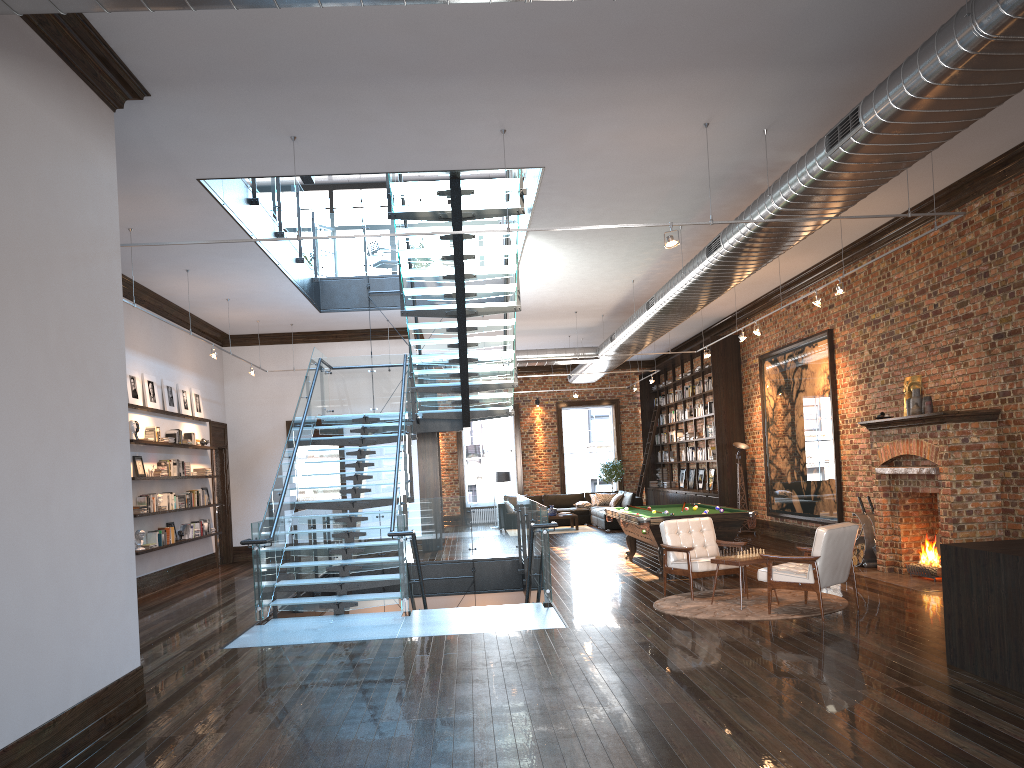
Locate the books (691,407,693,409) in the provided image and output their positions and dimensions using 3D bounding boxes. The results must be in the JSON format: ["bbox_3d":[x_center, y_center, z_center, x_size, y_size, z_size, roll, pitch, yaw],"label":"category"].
[{"bbox_3d":[4.396,0.695,21.430,0.133,0.299,0.012,-3,-1,-3],"label":"books"}]

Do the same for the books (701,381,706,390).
[{"bbox_3d":[4.402,0.082,20.200,0.180,0.278,0.009,-3,-1,-3],"label":"books"}]

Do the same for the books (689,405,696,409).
[{"bbox_3d":[4.377,0.680,21.442,0.155,0.334,0.014,-3,-1,-3],"label":"books"}]

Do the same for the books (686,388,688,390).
[{"bbox_3d":[4.327,0.221,21.578,0.180,0.270,0.011,-3,-1,-3],"label":"books"}]

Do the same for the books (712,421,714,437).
[{"bbox_3d":[4.493,0.987,19.456,0.180,0.339,0.013,-3,-1,-3],"label":"books"}]

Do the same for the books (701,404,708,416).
[{"bbox_3d":[4.422,0.594,20.300,0.183,0.285,0.034,-3,-1,-3],"label":"books"}]

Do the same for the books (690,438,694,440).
[{"bbox_3d":[4.399,1.314,21.236,0.204,0.035,0.268,-3,-5,-2],"label":"books"}]

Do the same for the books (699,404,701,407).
[{"bbox_3d":[4.429,0.621,20.648,0.138,0.296,0.024,-3,-1,-3],"label":"books"}]

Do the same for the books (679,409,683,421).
[{"bbox_3d":[4.320,0.794,22.440,0.175,0.302,0.067,-3,-1,-3],"label":"books"}]

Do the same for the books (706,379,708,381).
[{"bbox_3d":[4.431,0.044,19.894,0.150,0.294,0.032,-3,-1,-3],"label":"books"}]

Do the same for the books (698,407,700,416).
[{"bbox_3d":[4.415,0.645,20.605,0.160,0.241,0.031,-3,-1,-3],"label":"books"}]

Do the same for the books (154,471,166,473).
[{"bbox_3d":[-5.236,1.307,13.166,0.142,0.011,0.257,-2,-5,-7],"label":"books"}]

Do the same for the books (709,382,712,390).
[{"bbox_3d":[4.440,0.052,19.497,0.190,0.202,0.027,-3,-1,-3],"label":"books"}]

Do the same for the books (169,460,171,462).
[{"bbox_3d":[-5.253,1.284,13.494,0.146,0.248,0.006,-3,-1,-3],"label":"books"}]

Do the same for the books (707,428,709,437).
[{"bbox_3d":[4.469,1.095,19.960,0.184,0.221,0.033,-3,-1,-3],"label":"books"}]

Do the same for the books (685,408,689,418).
[{"bbox_3d":[4.340,0.744,21.832,0.190,0.284,0.013,-3,-1,-3],"label":"books"}]

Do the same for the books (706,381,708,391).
[{"bbox_3d":[4.425,0.061,19.791,0.184,0.241,0.030,-3,-1,-3],"label":"books"}]

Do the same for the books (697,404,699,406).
[{"bbox_3d":[4.412,0.621,20.690,0.152,0.306,0.016,-3,-1,-3],"label":"books"}]

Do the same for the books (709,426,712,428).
[{"bbox_3d":[4.499,1.067,19.928,0.137,0.267,0.034,-3,-1,-3],"label":"books"}]

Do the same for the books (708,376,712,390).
[{"bbox_3d":[4.431,-0.001,19.619,0.180,0.332,0.016,-3,-1,-3],"label":"books"}]

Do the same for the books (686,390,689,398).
[{"bbox_3d":[4.324,0.252,21.545,0.193,0.202,0.027,-3,-1,-3],"label":"books"}]

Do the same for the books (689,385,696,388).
[{"bbox_3d":[4.352,0.182,21.329,0.181,0.298,0.009,-3,-1,-3],"label":"books"}]

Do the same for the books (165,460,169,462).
[{"bbox_3d":[-5.252,1.278,13.405,0.138,0.243,0.005,-3,-1,-3],"label":"books"}]

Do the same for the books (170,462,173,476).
[{"bbox_3d":[-5.233,1.295,13.448,0.166,0.215,0.013,-3,-1,-3],"label":"books"}]

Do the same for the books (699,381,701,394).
[{"bbox_3d":[4.386,0.087,20.347,0.183,0.299,0.018,-3,-1,-3],"label":"books"}]

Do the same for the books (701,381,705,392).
[{"bbox_3d":[4.408,0.074,20.213,0.188,0.296,0.015,-3,-1,-3],"label":"books"}]

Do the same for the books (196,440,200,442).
[{"bbox_3d":[-5.356,0.961,14.915,0.143,0.027,0.220,-3,-5,2],"label":"books"}]

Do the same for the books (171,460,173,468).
[{"bbox_3d":[-5.251,1.285,13.510,0.167,0.251,0.022,-3,-1,-3],"label":"books"}]

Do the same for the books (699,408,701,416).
[{"bbox_3d":[4.414,0.648,20.458,0.180,0.209,0.024,-3,-1,-3],"label":"books"}]

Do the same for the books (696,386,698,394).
[{"bbox_3d":[4.382,0.151,20.660,0.174,0.229,0.014,-3,-1,-3],"label":"books"}]

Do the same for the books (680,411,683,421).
[{"bbox_3d":[4.319,0.804,22.269,0.191,0.249,0.024,-3,-1,-3],"label":"books"}]

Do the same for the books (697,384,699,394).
[{"bbox_3d":[4.381,0.122,20.498,0.184,0.258,0.032,-3,-1,-3],"label":"books"}]

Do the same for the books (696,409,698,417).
[{"bbox_3d":[4.402,0.674,20.726,0.181,0.207,0.030,-3,-1,-3],"label":"books"}]

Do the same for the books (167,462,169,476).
[{"bbox_3d":[-5.238,1.287,13.346,0.153,0.212,0.005,-3,-1,-3],"label":"books"}]

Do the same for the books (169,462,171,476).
[{"bbox_3d":[-5.231,1.291,13.365,0.157,0.208,0.005,-3,-1,-3],"label":"books"}]

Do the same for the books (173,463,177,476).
[{"bbox_3d":[-5.238,1.316,13.621,0.184,0.209,0.064,-3,-1,-3],"label":"books"}]

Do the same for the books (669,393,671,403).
[{"bbox_3d":[4.235,0.388,23.430,0.163,0.297,0.029,-3,-1,-3],"label":"books"}]

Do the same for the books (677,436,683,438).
[{"bbox_3d":[4.318,1.353,22.617,0.198,0.017,0.355,-3,-5,-3],"label":"books"}]

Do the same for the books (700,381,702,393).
[{"bbox_3d":[4.404,0.075,20.277,0.182,0.306,0.009,-3,-1,-3],"label":"books"}]

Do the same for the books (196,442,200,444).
[{"bbox_3d":[-5.349,0.999,14.922,0.154,0.028,0.192,-2,-5,-8],"label":"books"}]

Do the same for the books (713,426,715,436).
[{"bbox_3d":[4.505,1.035,19.432,0.179,0.236,0.036,-3,-1,-3],"label":"books"}]

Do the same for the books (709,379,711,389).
[{"bbox_3d":[4.439,0.029,19.569,0.168,0.262,0.016,-3,-1,-3],"label":"books"}]

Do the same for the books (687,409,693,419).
[{"bbox_3d":[4.359,0.726,21.379,0.272,0.240,0.083,-3,-1,-3],"label":"books"}]

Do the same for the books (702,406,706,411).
[{"bbox_3d":[4.430,0.615,20.222,0.171,0.237,0.058,-3,-1,-3],"label":"books"}]

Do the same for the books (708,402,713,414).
[{"bbox_3d":[4.433,0.523,19.453,0.245,0.265,0.038,-3,-1,-3],"label":"books"}]

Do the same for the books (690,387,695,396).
[{"bbox_3d":[4.353,0.190,21.179,0.190,0.254,0.062,-3,-1,-3],"label":"books"}]

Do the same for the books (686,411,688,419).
[{"bbox_3d":[4.358,0.756,21.638,0.190,0.222,0.027,-3,-1,-3],"label":"books"}]

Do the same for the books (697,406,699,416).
[{"bbox_3d":[4.413,0.639,20.676,0.166,0.268,0.011,-3,-1,-3],"label":"books"}]

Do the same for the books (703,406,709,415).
[{"bbox_3d":[4.441,0.620,20.193,0.182,0.218,0.051,-3,-1,-3],"label":"books"}]

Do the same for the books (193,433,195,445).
[{"bbox_3d":[-5.337,0.914,14.684,0.161,0.207,0.012,-3,-1,-3],"label":"books"}]

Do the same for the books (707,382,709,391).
[{"bbox_3d":[4.435,0.063,19.762,0.168,0.231,0.028,-3,-1,-3],"label":"books"}]

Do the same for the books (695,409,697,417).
[{"bbox_3d":[4.390,0.686,20.855,0.223,0.209,0.065,-3,-1,-3],"label":"books"}]

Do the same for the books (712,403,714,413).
[{"bbox_3d":[4.466,0.532,19.378,0.187,0.230,0.035,-3,-1,-3],"label":"books"}]

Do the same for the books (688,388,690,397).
[{"bbox_3d":[4.337,0.210,21.302,0.191,0.239,0.008,-3,-1,-3],"label":"books"}]

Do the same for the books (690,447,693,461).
[{"bbox_3d":[4.425,1.697,21.592,0.182,0.335,0.015,-3,-1,-3],"label":"books"}]

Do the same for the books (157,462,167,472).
[{"bbox_3d":[-5.254,1.286,13.324,0.142,0.213,0.005,-3,-1,-3],"label":"books"}]
